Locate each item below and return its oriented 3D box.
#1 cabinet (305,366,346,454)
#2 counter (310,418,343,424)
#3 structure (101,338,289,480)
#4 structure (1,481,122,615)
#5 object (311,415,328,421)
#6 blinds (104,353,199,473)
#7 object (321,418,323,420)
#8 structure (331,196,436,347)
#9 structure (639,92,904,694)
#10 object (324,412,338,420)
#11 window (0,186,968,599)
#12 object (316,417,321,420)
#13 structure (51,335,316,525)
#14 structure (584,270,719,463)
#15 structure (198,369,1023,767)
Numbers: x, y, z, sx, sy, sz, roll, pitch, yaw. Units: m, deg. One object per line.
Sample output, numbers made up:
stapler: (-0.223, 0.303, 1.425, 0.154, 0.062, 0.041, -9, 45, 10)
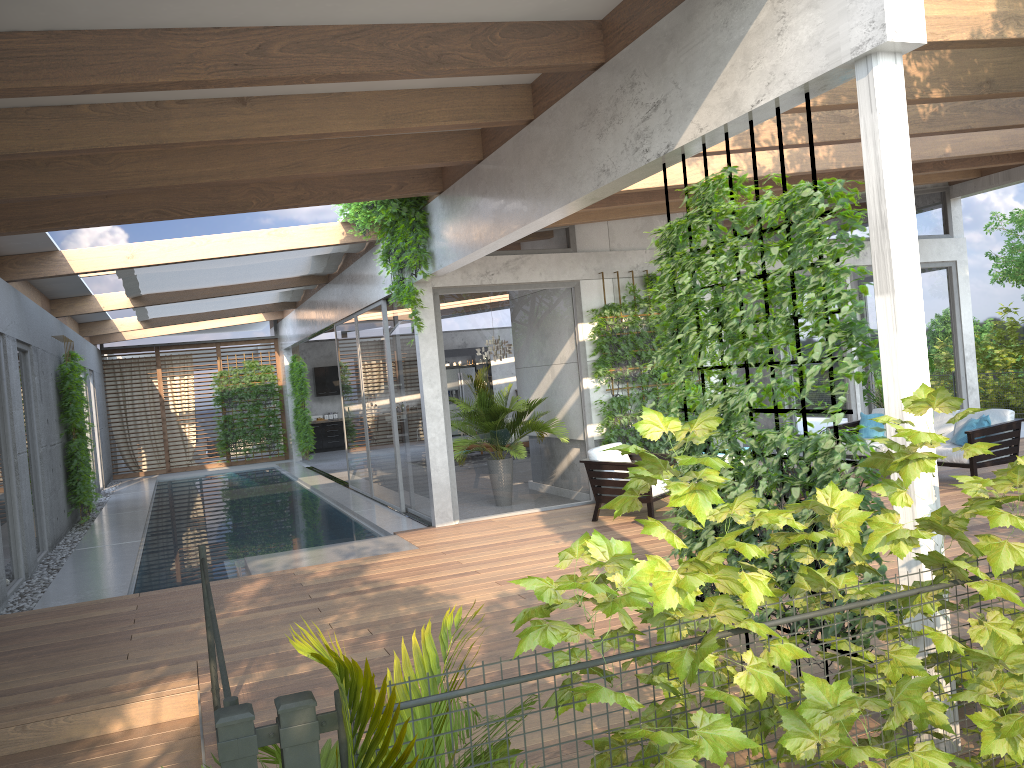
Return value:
cabinet: (-3.298, 0.411, 24.847, 5.901, 2.502, 0.709, -5, 1, -22)
counter: (-4.223, 0.931, 24.459, 3.805, 0.061, 0.607, -5, 1, -21)
structure: (-7.800, 0.564, 21.716, 4.313, 3.079, 0.085, -5, 1, -21)
structure: (-6.645, 2.092, 13.727, 0.477, 0.068, 13.673, -5, 1, -21)
object: (-5.254, 0.931, 24.087, 0.381, 0.134, 0.590, -6, 1, -32)
blinds: (-8.754, 0.738, 21.727, 2.087, 2.898, 0.692, -5, 1, -17)
object: (-5.150, 0.945, 23.961, 0.083, 0.057, 0.072, -5, 1, 45)
structure: (-1.355, -1.393, 9.569, 0.918, 2.054, 1.822, -5, 1, -24)
structure: (1.185, 0.080, 4.389, 0.500, 2.687, 1.807, -5, 1, -20)
object: (-4.985, 0.870, 24.395, 0.405, 0.200, 0.147, -5, 1, -19)
window: (-1.077, -0.336, 18.140, 14.294, 3.764, 23.280, -5, 1, -21)
object: (-5.218, 0.938, 23.912, 0.090, 0.087, 0.086, -6, 1, -44)
structure: (-5.730, 0.559, 17.336, 2.739, 2.687, 10.282, -5, 1, -4)
structure: (1.751, -0.051, 10.722, 1.851, 2.669, 0.500, -5, 1, -20)
structure: (5.702, 0.684, 11.495, 15.587, 3.022, 31.708, -5, 1, 20)
